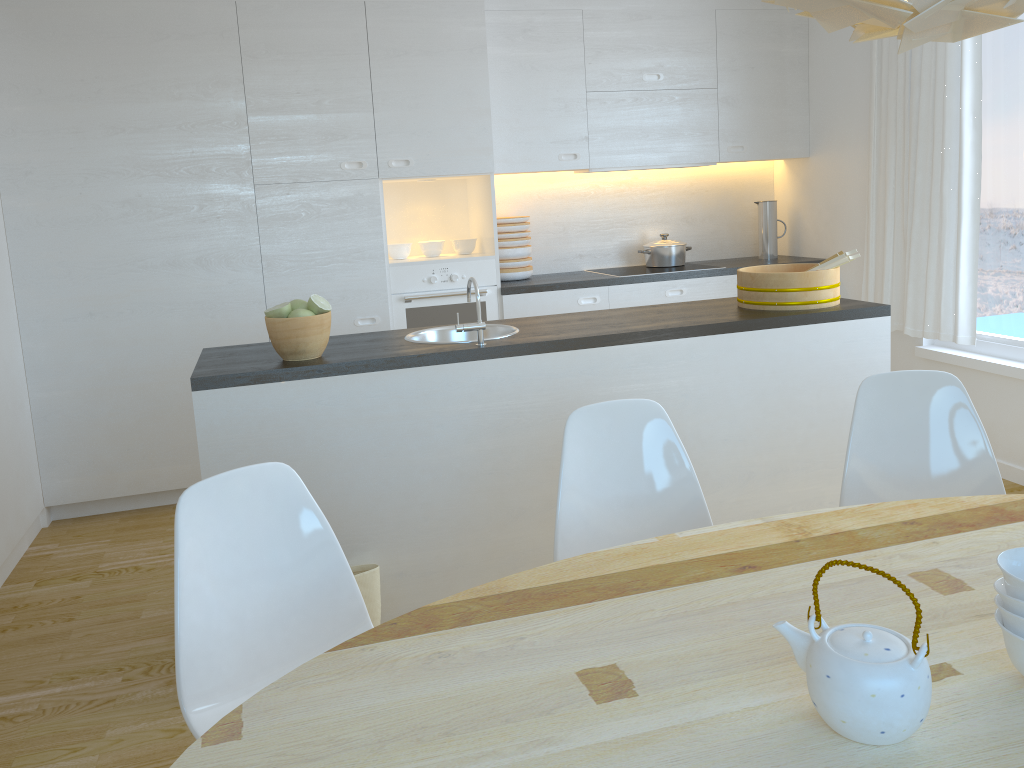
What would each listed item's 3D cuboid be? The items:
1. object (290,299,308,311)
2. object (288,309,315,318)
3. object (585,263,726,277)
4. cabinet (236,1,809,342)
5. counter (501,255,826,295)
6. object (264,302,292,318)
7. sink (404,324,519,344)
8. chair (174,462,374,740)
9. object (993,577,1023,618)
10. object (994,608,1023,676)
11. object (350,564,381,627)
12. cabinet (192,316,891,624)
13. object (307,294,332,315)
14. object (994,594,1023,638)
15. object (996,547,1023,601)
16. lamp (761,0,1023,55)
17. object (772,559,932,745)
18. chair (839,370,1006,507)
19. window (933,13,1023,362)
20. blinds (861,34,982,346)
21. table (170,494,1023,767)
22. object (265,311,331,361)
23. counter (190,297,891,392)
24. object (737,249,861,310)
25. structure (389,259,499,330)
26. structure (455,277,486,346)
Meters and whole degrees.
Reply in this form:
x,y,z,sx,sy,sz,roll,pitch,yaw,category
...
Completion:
x,y,z,sx,sy,sz,roll,pitch,yaw,category
-0.678,-0.224,2.848,0.102,0.098,0.087,-2,10,6,object
-0.655,-0.195,2.773,0.081,0.085,0.098,5,13,39,object
0.829,-0.673,5.216,0.655,0.013,0.567,-7,12,-15,object
0.248,-0.890,4.953,3.206,2.280,0.485,-6,9,-15,cabinet
0.827,-0.655,5.214,2.003,0.039,0.606,-7,12,-15,counter
-0.734,-0.221,2.777,0.084,0.065,0.086,-4,11,-3,object
-0.172,-0.105,3.136,0.404,0.155,0.408,2,13,26,sink
-0.356,0.640,1.687,0.524,0.893,0.433,6,13,44,chair
0.729,0.312,1.183,0.152,0.095,0.152,-3,11,2,object
0.731,0.359,1.183,0.152,0.082,0.153,1,12,24,object
-0.351,0.722,2.287,0.473,0.497,1.195,-11,14,-36,object
0.164,0.278,3.246,2.404,0.902,0.605,-7,10,-15,cabinet
-0.612,-0.250,2.812,0.074,0.071,0.078,-2,10,10,object
0.730,0.336,1.183,0.152,0.092,0.153,1,12,24,object
0.729,0.285,1.176,0.152,0.086,0.153,-1,11,13,object
0.531,-1.001,1.108,0.640,1.124,0.652,-6,10,-16,lamp
0.441,0.324,1.124,0.147,0.209,0.179,-6,10,-15,object
1.056,0.458,2.153,0.430,0.893,0.528,-3,9,5,chair
2.511,-0.895,3.106,0.088,1.899,2.751,-6,11,-15,window
1.948,-1.300,4.317,0.150,2.140,0.801,-6,9,-15,blinds
0.641,0.748,1.307,2.194,0.718,1.204,-7,11,-16,table
-0.673,-0.153,2.810,0.205,0.140,0.207,4,13,36,object
0.136,-0.187,3.177,2.404,0.040,0.606,-7,12,-15,counter
1.078,-0.412,3.376,0.429,0.212,0.382,-1,11,13,object
-0.337,-0.332,4.621,0.561,0.590,0.049,-6,9,-15,structure
-0.153,-0.241,2.904,0.097,0.213,0.163,-6,10,-15,structure
